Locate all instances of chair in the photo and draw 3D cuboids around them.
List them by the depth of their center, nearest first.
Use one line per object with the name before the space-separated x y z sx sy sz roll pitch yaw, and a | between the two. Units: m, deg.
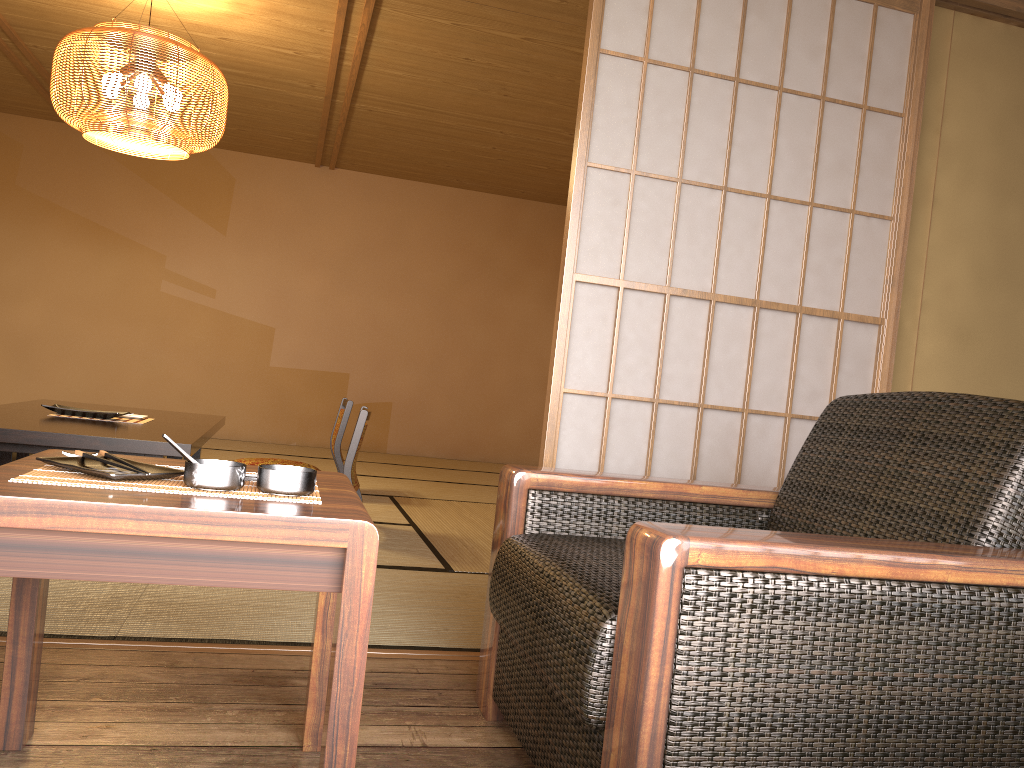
chair | 0.482 0.369 1.640 0.944 0.779 0.872 6 0 -14
chair | -0.976 0.343 3.859 0.687 0.546 0.582 6 0 -10
chair | -1.251 0.322 4.911 0.699 0.546 0.582 6 0 -15

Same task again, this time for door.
door | 0.603 -0.199 2.421 0.992 1.934 0.040 6 1 -14

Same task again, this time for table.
table | -0.523 0.393 1.346 0.540 0.500 0.540 6 0 -14
table | -1.832 0.343 3.711 0.995 0.357 0.994 6 0 -14
table | -2.079 0.325 4.674 0.995 0.357 0.994 6 0 -14

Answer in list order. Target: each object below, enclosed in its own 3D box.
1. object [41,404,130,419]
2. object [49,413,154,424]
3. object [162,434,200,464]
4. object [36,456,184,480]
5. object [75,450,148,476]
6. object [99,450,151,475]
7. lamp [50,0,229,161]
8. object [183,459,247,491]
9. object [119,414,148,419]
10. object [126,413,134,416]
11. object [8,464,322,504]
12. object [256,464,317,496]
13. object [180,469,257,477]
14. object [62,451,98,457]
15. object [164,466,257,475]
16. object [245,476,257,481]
object | -1.968 0.131 4.094 0.349 0.039 0.129 6 0 -1
object | -1.928 0.157 4.191 0.401 0.003 0.398 6 -1 -14
object | -0.441 0.106 1.255 0.038 0.068 0.117 7 0 41
object | -0.586 0.125 1.300 0.181 0.015 0.131 6 -1 31
object | -0.586 0.114 1.295 0.230 0.007 0.006 6 0 41
object | -0.576 0.116 1.316 0.006 0.007 0.230 6 0 -40
lamp | -1.791 -1.572 4.336 0.798 0.826 0.799 6 0 9
object | -0.427 0.131 1.275 0.084 0.037 0.084 6 0 -23
object | -1.874 0.156 4.303 0.180 0.014 0.130 6 -1 -12
object | -1.870 0.150 4.318 0.050 0.018 0.015 6 0 -17
object | -0.497 0.144 1.343 0.401 0.003 0.300 6 -1 -14
object | -0.331 0.142 1.302 0.084 0.037 0.084 6 0 14
object | -0.459 0.145 1.425 0.230 0.007 0.006 6 0 -25
object | -0.673 0.115 1.379 0.050 0.018 0.015 6 0 -28
object | -0.493 0.141 1.433 0.230 0.007 0.006 6 0 -19
object | -0.421 0.138 1.394 0.130 0.026 0.038 6 0 -30
